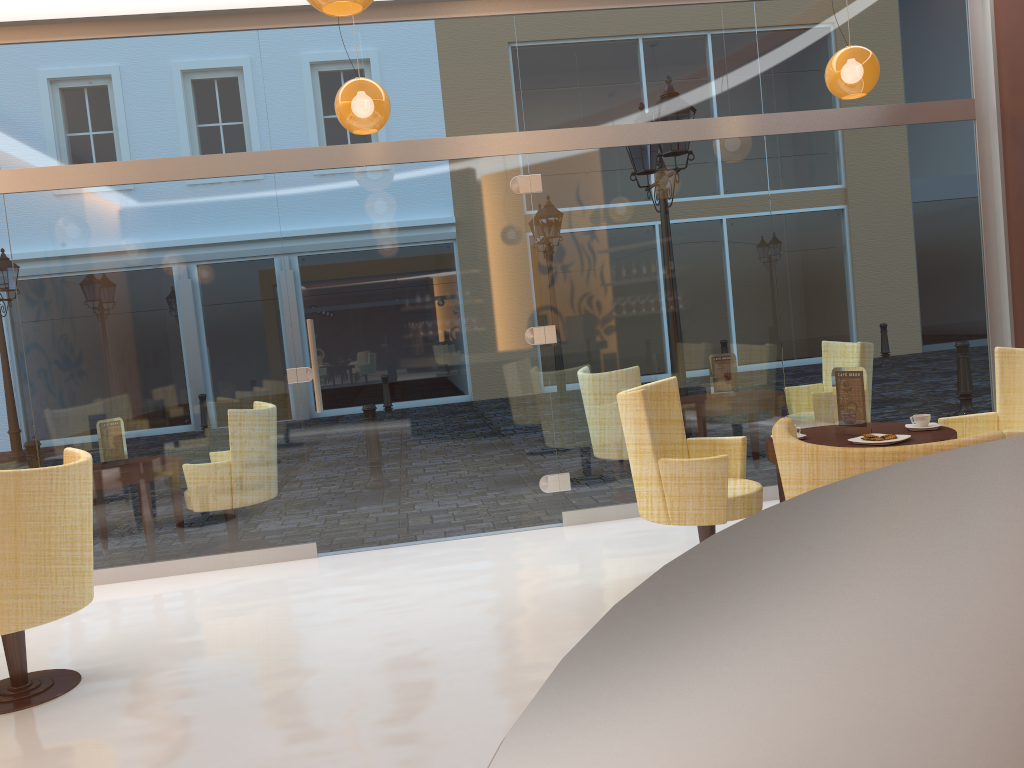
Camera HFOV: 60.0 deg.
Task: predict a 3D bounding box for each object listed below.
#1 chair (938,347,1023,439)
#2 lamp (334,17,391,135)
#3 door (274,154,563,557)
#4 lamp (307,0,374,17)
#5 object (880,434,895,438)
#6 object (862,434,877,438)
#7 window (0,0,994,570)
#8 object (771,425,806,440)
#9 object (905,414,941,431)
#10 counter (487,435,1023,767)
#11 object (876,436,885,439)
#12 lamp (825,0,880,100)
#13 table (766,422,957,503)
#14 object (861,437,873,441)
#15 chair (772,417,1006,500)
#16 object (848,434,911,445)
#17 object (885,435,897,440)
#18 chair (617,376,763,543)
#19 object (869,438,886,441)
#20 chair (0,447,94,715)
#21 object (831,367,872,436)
[{"bbox_3d":[2.507,0.341,4.378,0.685,1.017,0.729,-6,4,-4],"label":"chair"},{"bbox_3d":[-0.866,-2.109,4.749,0.299,1.500,0.299,-8,4,-32],"label":"lamp"},{"bbox_3d":[-0.587,-0.192,5.838,1.640,2.499,0.020,-6,4,-7],"label":"door"},{"bbox_3d":[-0.649,-2.017,2.965,0.299,1.500,0.299,-5,4,4],"label":"lamp"},{"bbox_3d":[1.748,0.241,4.128,0.051,0.018,0.054,-6,4,-8],"label":"object"},{"bbox_3d":[1.669,0.243,4.140,0.052,0.016,0.055,-6,4,-7],"label":"object"},{"bbox_3d":[-0.636,-0.688,5.807,8.200,3.380,0.040,-6,4,-7],"label":"window"},{"bbox_3d":[1.383,0.243,4.441,0.153,0.069,0.153,-6,4,-6],"label":"object"},{"bbox_3d":[2.011,0.187,4.344,0.153,0.069,0.153,-5,4,16],"label":"object"},{"bbox_3d":[0.913,0.697,0.609,1.586,1.100,2.917,-3,5,38],"label":"counter"},{"bbox_3d":[1.701,0.252,4.135,0.051,0.018,0.054,-7,4,-19],"label":"object"},{"bbox_3d":[1.899,-2.403,5.071,0.299,1.500,0.299,-9,5,-39],"label":"lamp"},{"bbox_3d":[1.731,0.589,4.373,0.872,0.679,0.874,-3,5,40],"label":"table"},{"bbox_3d":[1.652,0.255,4.110,0.054,0.018,0.051,-3,5,41],"label":"object"},{"bbox_3d":[1.146,0.596,2.484,0.685,1.017,0.729,-8,4,-28],"label":"chair"},{"bbox_3d":[1.701,0.258,4.107,0.234,0.020,0.234,-8,4,-35],"label":"object"},{"bbox_3d":[1.743,0.247,4.082,0.052,0.018,0.055,-5,4,18],"label":"object"},{"bbox_3d":[0.921,0.489,4.527,0.685,1.017,0.729,-4,4,25],"label":"chair"},{"bbox_3d":[1.678,0.254,4.073,0.053,0.014,0.055,-7,4,-23],"label":"object"},{"bbox_3d":[-2.144,0.836,3.837,0.685,1.017,0.729,-6,4,-4],"label":"chair"},{"bbox_3d":[1.675,0.083,4.384,0.042,0.335,0.209,-8,4,-32],"label":"object"}]
